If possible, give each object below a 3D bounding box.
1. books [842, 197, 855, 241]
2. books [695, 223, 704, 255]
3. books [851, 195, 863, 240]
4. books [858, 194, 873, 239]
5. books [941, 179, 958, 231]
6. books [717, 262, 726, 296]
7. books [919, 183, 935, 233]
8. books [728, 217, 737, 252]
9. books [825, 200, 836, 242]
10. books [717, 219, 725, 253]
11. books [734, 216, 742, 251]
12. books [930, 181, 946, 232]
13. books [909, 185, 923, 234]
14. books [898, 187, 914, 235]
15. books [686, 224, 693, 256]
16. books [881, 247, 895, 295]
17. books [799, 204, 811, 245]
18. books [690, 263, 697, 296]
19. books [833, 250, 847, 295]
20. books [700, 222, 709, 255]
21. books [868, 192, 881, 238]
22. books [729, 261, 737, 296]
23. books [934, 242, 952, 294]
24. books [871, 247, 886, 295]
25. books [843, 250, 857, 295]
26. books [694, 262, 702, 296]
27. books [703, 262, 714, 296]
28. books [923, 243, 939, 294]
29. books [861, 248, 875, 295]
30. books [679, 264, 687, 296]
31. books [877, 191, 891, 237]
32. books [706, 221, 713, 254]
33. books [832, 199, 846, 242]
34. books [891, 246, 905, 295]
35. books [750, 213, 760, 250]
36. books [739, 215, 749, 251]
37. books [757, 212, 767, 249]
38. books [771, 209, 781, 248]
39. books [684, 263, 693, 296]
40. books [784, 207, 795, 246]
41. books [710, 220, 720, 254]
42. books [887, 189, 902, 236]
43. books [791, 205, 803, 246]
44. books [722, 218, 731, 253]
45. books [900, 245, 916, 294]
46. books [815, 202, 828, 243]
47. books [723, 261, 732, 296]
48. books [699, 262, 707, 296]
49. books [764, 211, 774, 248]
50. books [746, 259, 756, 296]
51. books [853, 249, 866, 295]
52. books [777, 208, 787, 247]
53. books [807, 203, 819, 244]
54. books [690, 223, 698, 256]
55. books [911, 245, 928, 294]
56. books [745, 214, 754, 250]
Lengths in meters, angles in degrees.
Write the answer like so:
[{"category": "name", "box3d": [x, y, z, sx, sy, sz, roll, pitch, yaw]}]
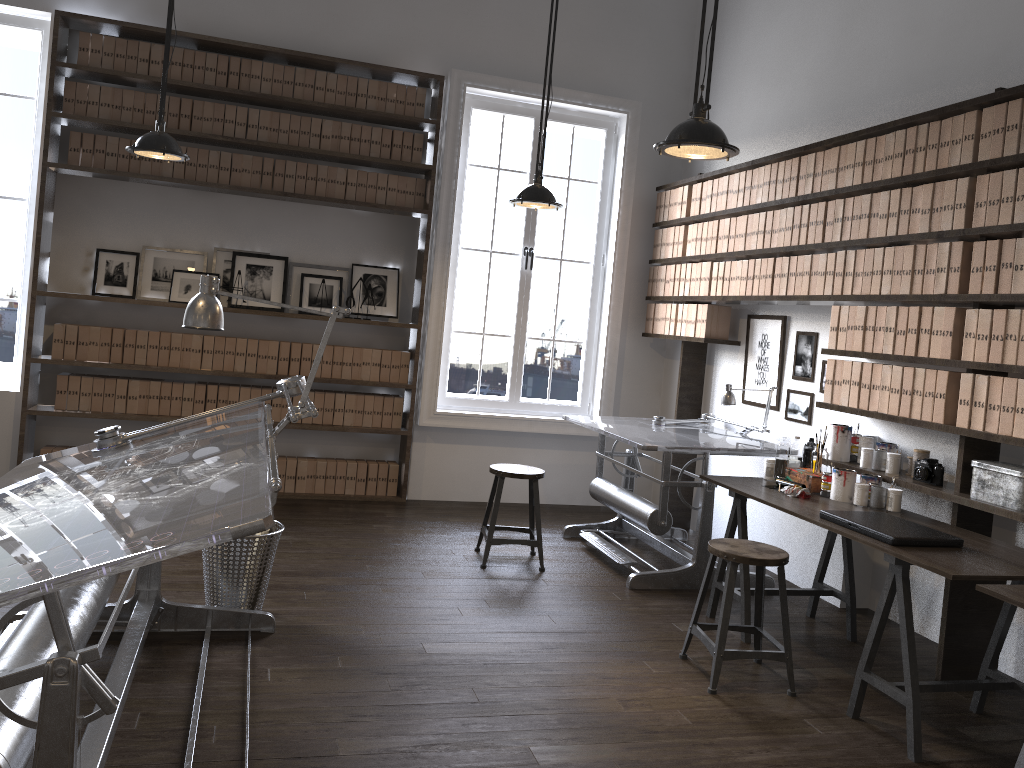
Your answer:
[{"category": "books", "box3d": [1.767, -0.818, 4.470, 0.174, 0.225, 0.067, 5, 1, -16]}, {"category": "books", "box3d": [1.335, -0.961, 5.952, 0.174, 0.225, 0.067, 5, 1, -16]}, {"category": "books", "box3d": [1.787, -0.812, 4.402, 0.174, 0.225, 0.067, 5, 1, -16]}, {"category": "books", "box3d": [1.800, -0.806, 4.336, 0.174, 0.225, 0.067, 5, 1, -16]}, {"category": "books", "box3d": [1.952, -0.756, 3.817, 0.174, 0.225, 0.067, 5, 1, -16]}, {"category": "books", "box3d": [1.404, -0.657, 5.634, 0.174, 0.225, 0.067, 5, 1, -16]}, {"category": "books", "box3d": [1.914, -0.768, 3.940, 0.174, 0.225, 0.067, 5, 1, -16]}, {"category": "books", "box3d": [1.457, -0.922, 5.551, 0.174, 0.225, 0.067, 5, 1, -16]}, {"category": "books", "box3d": [1.729, -0.831, 4.607, 0.174, 0.225, 0.067, 5, 1, -16]}, {"category": "books", "box3d": [1.418, -0.935, 5.687, 0.174, 0.225, 0.067, 5, 1, -16]}, {"category": "books", "box3d": [1.476, -0.915, 5.483, 0.174, 0.225, 0.067, 5, 1, -16]}, {"category": "books", "box3d": [1.936, -0.762, 3.878, 0.174, 0.225, 0.067, 5, 1, -16]}, {"category": "books", "box3d": [1.901, -0.774, 4.009, 0.174, 0.225, 0.067, 5, 1, -16]}, {"category": "books", "box3d": [1.880, -0.781, 4.076, 0.174, 0.225, 0.067, 5, 1, -16]}, {"category": "books", "box3d": [1.298, -0.974, 6.092, 0.174, 0.225, 0.067, 5, 1, -16]}, {"category": "books", "box3d": [1.833, -0.521, 4.148, 0.174, 0.225, 0.067, 5, 1, -16]}, {"category": "books", "box3d": [1.664, -0.852, 4.822, 0.174, 0.225, 0.067, 5, 1, -16]}, {"category": "books", "box3d": [1.305, -0.698, 6.000, 0.174, 0.225, 0.067, 5, 1, -16]}, {"category": "books", "box3d": [1.732, -0.554, 4.488, 0.174, 0.225, 0.067, 5, 1, -16]}, {"category": "books", "box3d": [1.356, -0.955, 5.893, 0.174, 0.225, 0.067, 5, 1, -16]}, {"category": "books", "box3d": [1.823, -0.800, 4.273, 0.174, 0.225, 0.067, 5, 1, -16]}, {"category": "books", "box3d": [1.448, -0.643, 5.501, 0.174, 0.225, 0.067, 5, 1, -16]}, {"category": "books", "box3d": [1.926, -0.490, 3.823, 0.174, 0.225, 0.067, 5, 1, -16]}, {"category": "books", "box3d": [1.812, -0.528, 4.217, 0.174, 0.225, 0.067, 5, 1, -16]}, {"category": "books", "box3d": [1.755, -0.547, 4.419, 0.174, 0.225, 0.067, 5, 1, -16]}, {"category": "books", "box3d": [1.323, -0.692, 5.932, 0.174, 0.225, 0.067, 5, 1, -16]}, {"category": "books", "box3d": [1.355, -0.679, 5.798, 0.174, 0.225, 0.067, 5, 1, -16]}, {"category": "books", "box3d": [1.910, -0.496, 3.892, 0.174, 0.225, 0.067, 5, 1, -16]}, {"category": "books", "box3d": [1.796, -0.534, 4.286, 0.174, 0.225, 0.067, 5, 1, -16]}, {"category": "books", "box3d": [1.259, -0.712, 6.134, 0.174, 0.225, 0.067, 5, 1, -16]}, {"category": "books", "box3d": [1.839, -0.794, 4.212, 0.174, 0.225, 0.067, 5, 1, -16]}, {"category": "books", "box3d": [1.377, -0.949, 5.830, 0.174, 0.225, 0.067, 5, 1, -16]}, {"category": "books", "box3d": [1.744, -0.825, 4.537, 0.174, 0.225, 0.067, 5, 1, -16]}, {"category": "books", "box3d": [1.852, -0.515, 4.088, 0.174, 0.225, 0.067, 5, 1, -16]}, {"category": "books", "box3d": [1.528, -0.897, 5.293, 0.174, 0.225, 0.067, 5, 1, -16]}, {"category": "books", "box3d": [1.489, -0.910, 5.416, 0.174, 0.225, 0.067, 5, 1, -16]}, {"category": "books", "box3d": [1.546, -0.891, 5.223, 0.174, 0.225, 0.067, 5, 1, -16]}, {"category": "books", "box3d": [1.590, -0.878, 5.090, 0.174, 0.225, 0.067, 5, 1, -16]}, {"category": "books", "box3d": [1.282, -0.705, 6.066, 0.174, 0.225, 0.067, 5, 1, -16]}, {"category": "books", "box3d": [1.623, -0.865, 4.951, 0.174, 0.225, 0.067, 5, 1, -16]}, {"category": "books", "box3d": [1.392, -0.942, 5.758, 0.174, 0.225, 0.067, 5, 1, -16]}, {"category": "books", "box3d": [1.857, -0.787, 4.142, 0.174, 0.225, 0.067, 5, 1, -16]}, {"category": "books", "box3d": [1.642, -0.858, 4.882, 0.174, 0.225, 0.067, 5, 1, -16]}, {"category": "books", "box3d": [1.433, -0.929, 5.618, 0.174, 0.225, 0.067, 5, 1, -16]}, {"category": "books", "box3d": [1.866, -0.509, 4.023, 0.174, 0.225, 0.067, 5, 1, -16]}, {"category": "books", "box3d": [1.703, -0.839, 4.677, 0.174, 0.225, 0.067, 5, 1, -16]}, {"category": "books", "box3d": [1.427, -0.650, 5.568, 0.174, 0.225, 0.067, 5, 1, -16]}, {"category": "books", "box3d": [1.342, -0.685, 5.860, 0.174, 0.225, 0.067, 5, 1, -16]}, {"category": "books", "box3d": [1.569, -0.884, 5.156, 0.174, 0.225, 0.067, 5, 1, -16]}, {"category": "books", "box3d": [1.500, -0.624, 5.293, 0.174, 0.225, 0.067, 5, 1, -16]}, {"category": "books", "box3d": [1.778, -0.540, 4.353, 0.174, 0.225, 0.067, 5, 1, -16]}, {"category": "books", "box3d": [1.606, -0.872, 5.022, 0.174, 0.225, 0.067, 5, 1, -16]}, {"category": "books", "box3d": [1.687, -0.845, 4.750, 0.174, 0.225, 0.067, 5, 1, -16]}, {"category": "books", "box3d": [1.315, -0.968, 6.022, 0.174, 0.225, 0.067, 5, 1, -16]}, {"category": "books", "box3d": [1.890, -0.502, 3.960, 0.174, 0.225, 0.067, 5, 1, -16]}, {"category": "books", "box3d": [1.512, -0.903, 5.354, 0.174, 0.225, 0.067, 5, 1, -16]}]
